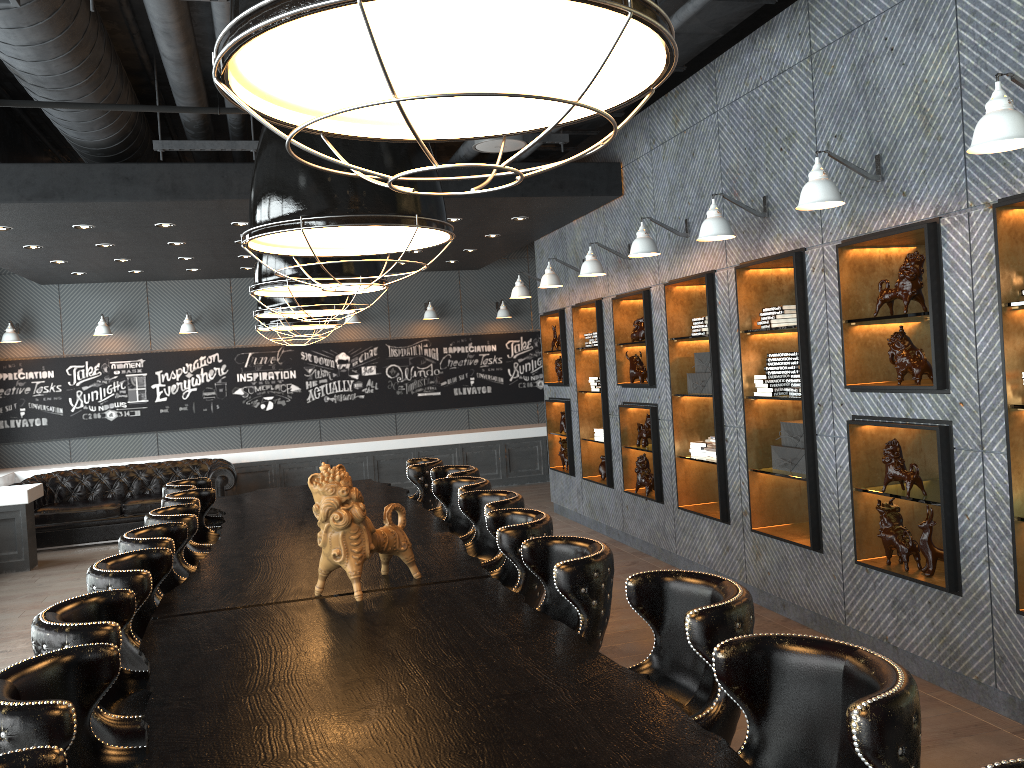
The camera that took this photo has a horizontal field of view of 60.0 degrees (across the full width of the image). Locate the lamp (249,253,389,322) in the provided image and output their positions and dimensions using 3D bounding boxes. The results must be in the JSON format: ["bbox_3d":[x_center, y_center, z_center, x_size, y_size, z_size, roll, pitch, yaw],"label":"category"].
[{"bbox_3d":[-0.938,-1.436,4.024,0.621,2.302,0.621,-3,1,29],"label":"lamp"}]

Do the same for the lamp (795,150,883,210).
[{"bbox_3d":[1.694,-1.063,4.544,0.489,0.287,0.244,-4,1,0],"label":"lamp"}]

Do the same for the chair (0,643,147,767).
[{"bbox_3d":[-0.992,1.246,2.217,0.568,1.092,0.504,-4,1,-12],"label":"chair"}]

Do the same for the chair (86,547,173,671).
[{"bbox_3d":[-1.378,1.241,3.598,0.568,1.092,0.504,-4,1,-11],"label":"chair"}]

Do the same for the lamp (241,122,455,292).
[{"bbox_3d":[-0.545,-1.431,2.618,0.621,2.302,0.621,-3,1,29],"label":"lamp"}]

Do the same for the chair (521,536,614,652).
[{"bbox_3d":[0.119,1.151,3.259,0.568,1.092,0.504,-4,1,-14],"label":"chair"}]

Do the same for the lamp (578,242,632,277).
[{"bbox_3d":[0.811,-1.095,7.699,0.489,0.287,0.244,-4,1,0],"label":"lamp"}]

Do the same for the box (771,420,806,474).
[{"bbox_3d":[1.874,0.407,5.767,0.323,0.315,0.419,-4,1,-16],"label":"box"}]

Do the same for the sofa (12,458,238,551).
[{"bbox_3d":[-4.675,1.430,10.839,2.566,0.838,1.239,-4,1,-16],"label":"sofa"}]

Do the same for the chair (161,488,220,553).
[{"bbox_3d":[-1.902,1.230,5.664,0.568,1.092,0.504,-4,1,-7],"label":"chair"}]

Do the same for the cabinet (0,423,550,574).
[{"bbox_3d":[-2.223,1.297,9.993,8.421,0.827,6.311,-4,1,-16],"label":"cabinet"}]

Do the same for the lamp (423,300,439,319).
[{"bbox_3d":[-1.210,-1.113,13.268,0.243,0.287,0.490,-4,1,0],"label":"lamp"}]

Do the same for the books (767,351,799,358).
[{"bbox_3d":[1.823,-0.196,5.781,0.193,0.028,0.245,-5,2,-41],"label":"books"}]

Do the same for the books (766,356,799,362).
[{"bbox_3d":[1.811,-0.166,5.783,0.245,0.028,0.193,-3,2,35],"label":"books"}]

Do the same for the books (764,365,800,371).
[{"bbox_3d":[1.800,-0.109,5.771,0.193,0.028,0.245,-5,2,-44],"label":"books"}]

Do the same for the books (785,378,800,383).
[{"bbox_3d":[1.894,-0.028,5.634,0.193,0.028,0.245,-4,1,-26],"label":"books"}]

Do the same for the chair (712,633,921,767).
[{"bbox_3d":[0.591,1.150,1.888,0.568,1.092,0.504,-4,1,-23],"label":"chair"}]

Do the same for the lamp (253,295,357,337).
[{"bbox_3d":[-1.330,-1.441,5.430,0.621,2.302,0.621,-3,1,29],"label":"lamp"}]

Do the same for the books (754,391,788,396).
[{"bbox_3d":[1.766,0.060,5.897,0.245,0.028,0.193,-4,1,-23],"label":"books"}]

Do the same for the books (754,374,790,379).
[{"bbox_3d":[1.765,-0.054,5.898,0.245,0.028,0.193,-4,1,-9],"label":"books"}]

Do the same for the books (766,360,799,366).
[{"bbox_3d":[1.823,-0.139,5.800,0.245,0.028,0.193,-3,2,44],"label":"books"}]

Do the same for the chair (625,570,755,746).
[{"bbox_3d":[0.442,1.145,2.590,0.568,1.092,0.504,-4,1,-14],"label":"chair"}]

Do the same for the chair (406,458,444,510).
[{"bbox_3d":[-0.771,1.133,6.723,0.568,1.092,0.504,-4,1,-7],"label":"chair"}]

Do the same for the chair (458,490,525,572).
[{"bbox_3d":[-0.187,1.140,4.670,0.568,1.092,0.504,-4,1,-21],"label":"chair"}]

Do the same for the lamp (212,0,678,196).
[{"bbox_3d":[-0.152,-1.426,1.211,0.621,2.302,0.621,-3,1,29],"label":"lamp"}]

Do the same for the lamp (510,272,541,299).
[{"bbox_3d":[0.208,-1.110,9.853,0.489,0.287,0.244,-4,1,0],"label":"lamp"}]

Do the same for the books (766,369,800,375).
[{"bbox_3d":[1.810,-0.081,5.771,0.245,0.028,0.193,-3,2,43],"label":"books"}]

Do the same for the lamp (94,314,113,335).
[{"bbox_3d":[-5.514,-0.808,12.063,0.243,0.287,0.490,-4,1,0],"label":"lamp"}]

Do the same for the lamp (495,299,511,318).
[{"bbox_3d":[-0.131,-1.153,13.570,0.243,0.287,0.490,-4,1,0],"label":"lamp"}]

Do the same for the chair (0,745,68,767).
[{"bbox_3d":[-0.761,1.245,1.552,0.568,1.092,0.504,-4,1,-22],"label":"chair"}]

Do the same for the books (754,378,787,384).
[{"bbox_3d":[1.752,-0.024,5.874,0.245,0.028,0.193,-4,1,-3],"label":"books"}]

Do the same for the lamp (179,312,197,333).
[{"bbox_3d":[-4.475,-0.853,12.354,0.243,0.287,0.490,-4,1,0],"label":"lamp"}]

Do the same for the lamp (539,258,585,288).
[{"bbox_3d":[0.499,-1.117,8.809,0.489,0.287,0.244,-4,1,0],"label":"lamp"}]

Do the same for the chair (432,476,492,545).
[{"bbox_3d":[-0.376,1.138,5.349,0.568,1.092,0.504,-4,1,-25],"label":"chair"}]

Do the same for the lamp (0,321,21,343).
[{"bbox_3d":[-6.587,-0.697,11.763,0.243,0.287,0.490,-4,1,0],"label":"lamp"}]

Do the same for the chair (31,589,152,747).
[{"bbox_3d":[-1.202,1.245,2.872,0.568,1.092,0.504,-4,1,-18],"label":"chair"}]

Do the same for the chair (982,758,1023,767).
[{"bbox_3d":[0.790,1.152,1.197,0.568,1.092,0.504,-4,1,-7],"label":"chair"}]

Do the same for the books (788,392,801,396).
[{"bbox_3d":[1.897,0.057,5.606,0.193,0.028,0.245,-4,1,-12],"label":"books"}]

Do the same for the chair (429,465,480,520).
[{"bbox_3d":[-0.470,1.129,6.035,0.568,1.092,0.504,-4,1,-19],"label":"chair"}]

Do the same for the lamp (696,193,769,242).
[{"bbox_3d":[1.400,-1.069,5.592,0.489,0.287,0.244,-4,1,0],"label":"lamp"}]

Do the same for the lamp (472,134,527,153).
[{"bbox_3d":[-0.119,-2.165,6.156,0.380,1.045,0.382,-4,1,11],"label":"lamp"}]

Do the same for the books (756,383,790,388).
[{"bbox_3d":[1.777,0.002,5.911,0.245,0.028,0.193,-4,1,-10],"label":"books"}]

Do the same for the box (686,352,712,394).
[{"bbox_3d":[1.529,-0.090,6.835,0.298,0.315,0.419,-4,1,-16],"label":"box"}]

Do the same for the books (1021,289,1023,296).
[{"bbox_3d":[2.357,-0.407,3.805,0.193,0.028,0.245,-4,1,-12],"label":"books"}]

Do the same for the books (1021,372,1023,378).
[{"bbox_3d":[2.355,-0.046,3.793,0.245,0.028,0.193,-4,1,-18],"label":"books"}]

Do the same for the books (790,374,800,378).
[{"bbox_3d":[1.912,-0.057,5.599,0.193,0.028,0.245,-4,1,-21],"label":"books"}]

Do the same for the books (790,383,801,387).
[{"bbox_3d":[1.920,-0.001,5.621,0.193,0.028,0.245,-4,1,-20],"label":"books"}]

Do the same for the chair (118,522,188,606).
[{"bbox_3d":[-1.560,1.238,4.286,0.568,1.092,0.504,-4,1,-13],"label":"chair"}]

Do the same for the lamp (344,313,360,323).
[{"bbox_3d":[-2.319,-1.034,12.957,0.243,0.287,0.490,-4,1,0],"label":"lamp"}]

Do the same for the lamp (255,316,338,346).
[{"bbox_3d":[-1.723,-1.446,6.836,0.621,2.302,0.621,-3,1,29],"label":"lamp"}]

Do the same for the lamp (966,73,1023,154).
[{"bbox_3d":[2.006,-1.069,3.424,0.489,0.287,0.244,-4,1,0],"label":"lamp"}]

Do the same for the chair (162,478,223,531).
[{"bbox_3d":[-2.163,1.232,6.344,0.568,1.092,0.504,-4,1,-6],"label":"chair"}]

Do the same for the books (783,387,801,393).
[{"bbox_3d":[1.861,0.031,5.617,0.193,0.028,0.245,-4,1,-5],"label":"books"}]

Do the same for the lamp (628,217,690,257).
[{"bbox_3d":[1.104,-1.116,6.642,0.489,0.287,0.244,-4,1,0],"label":"lamp"}]

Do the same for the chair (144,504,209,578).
[{"bbox_3d":[-1.720,1.233,4.971,0.568,1.092,0.504,-4,1,-19],"label":"chair"}]

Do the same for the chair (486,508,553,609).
[{"bbox_3d":[-0.066,1.147,3.998,0.568,1.092,0.504,-4,1,-7],"label":"chair"}]

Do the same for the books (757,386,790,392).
[{"bbox_3d":[1.774,0.032,5.858,0.245,0.028,0.193,-4,1,-17],"label":"books"}]
